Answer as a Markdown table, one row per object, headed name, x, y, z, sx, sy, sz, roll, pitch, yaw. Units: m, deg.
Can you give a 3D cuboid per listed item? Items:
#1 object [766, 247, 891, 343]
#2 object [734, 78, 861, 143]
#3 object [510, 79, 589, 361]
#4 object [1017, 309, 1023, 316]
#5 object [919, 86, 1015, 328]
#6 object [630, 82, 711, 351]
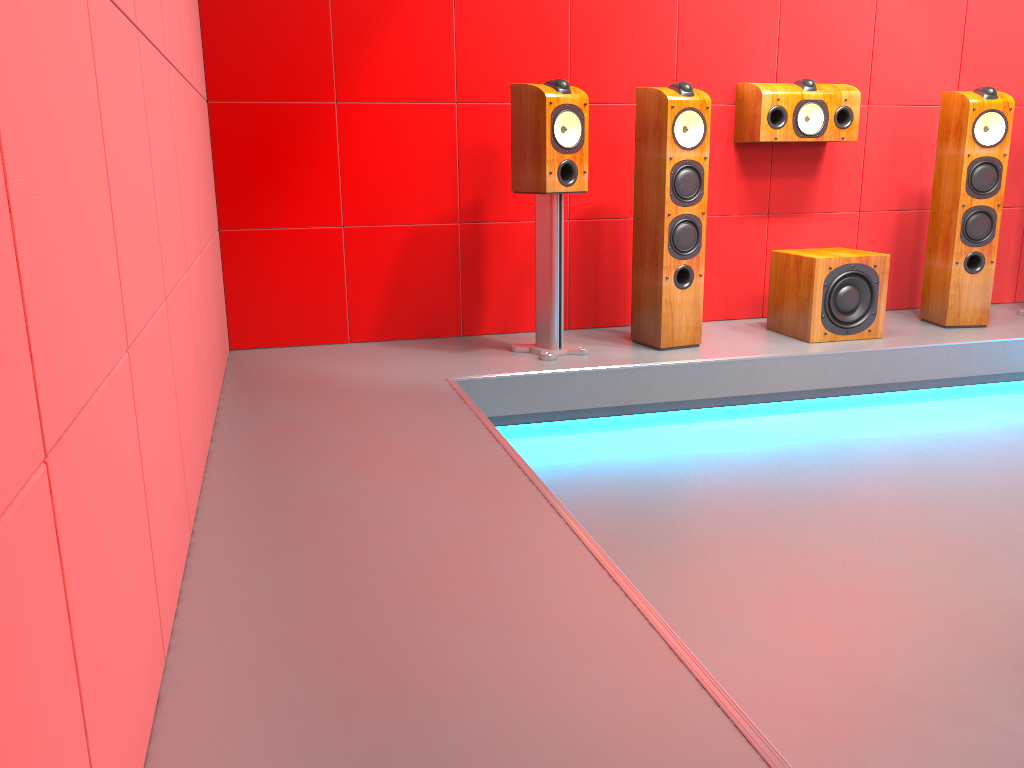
| name | x | y | z | sx | sy | sz | roll | pitch | yaw |
| --- | --- | --- | --- | --- | --- | --- | --- | --- | --- |
| object | 1.384 | -0.398 | 3.902 | 0.360 | 0.360 | 0.360 | -4 | 14 | -14 |
| object | 1.292 | -1.236 | 4.015 | 0.493 | 0.271 | 0.235 | -4 | 14 | -14 |
| object | 0.147 | -0.644 | 3.502 | 0.231 | 1.058 | 0.265 | -10 | 17 | -34 |
| object | 2.592 | -0.828 | 4.132 | 0.231 | 1.058 | 0.265 | 1 | 14 | 5 |
| object | 2.056 | -0.791 | 4.017 | 0.203 | 1.052 | 0.238 | -2 | 14 | -5 |
| object | 0.646 | -0.679 | 3.632 | 0.203 | 1.052 | 0.238 | -7 | 15 | -24 |
